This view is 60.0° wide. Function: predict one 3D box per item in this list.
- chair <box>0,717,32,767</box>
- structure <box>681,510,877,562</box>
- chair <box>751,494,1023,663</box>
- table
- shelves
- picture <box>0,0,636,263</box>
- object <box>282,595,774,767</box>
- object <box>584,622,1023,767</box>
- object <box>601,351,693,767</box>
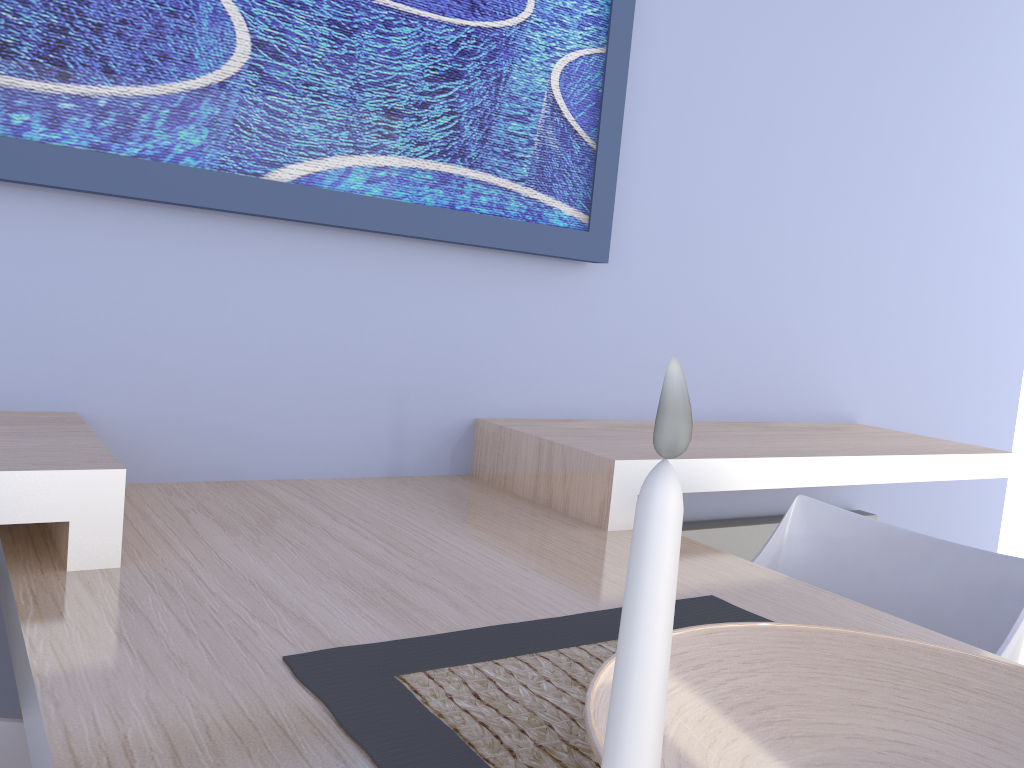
[{"bbox_3d":[-0.477,0.580,0.714,0.486,0.793,0.510,2,6,-33],"label":"chair"},{"bbox_3d":[-0.589,0.559,1.553,3.843,0.503,0.064,2,6,-33],"label":"structure"},{"bbox_3d":[0.462,0.614,1.373,0.486,0.793,0.510,2,6,-33],"label":"chair"},{"bbox_3d":[0.193,0.680,0.731,1.002,0.718,2.340,2,6,-33],"label":"table"},{"bbox_3d":[-0.538,0.494,1.359,3.901,0.840,0.463,2,6,-33],"label":"shelves"},{"bbox_3d":[-0.284,-0.732,1.561,1.252,0.901,0.049,2,6,-33],"label":"picture"},{"bbox_3d":[0.293,0.336,0.617,0.594,0.005,0.986,2,6,-34],"label":"object"},{"bbox_3d":[0.292,0.293,0.613,0.493,0.081,0.493,4,5,-15],"label":"object"},{"bbox_3d":[0.040,0.162,0.320,0.045,0.349,0.045,6,5,8],"label":"object"}]
